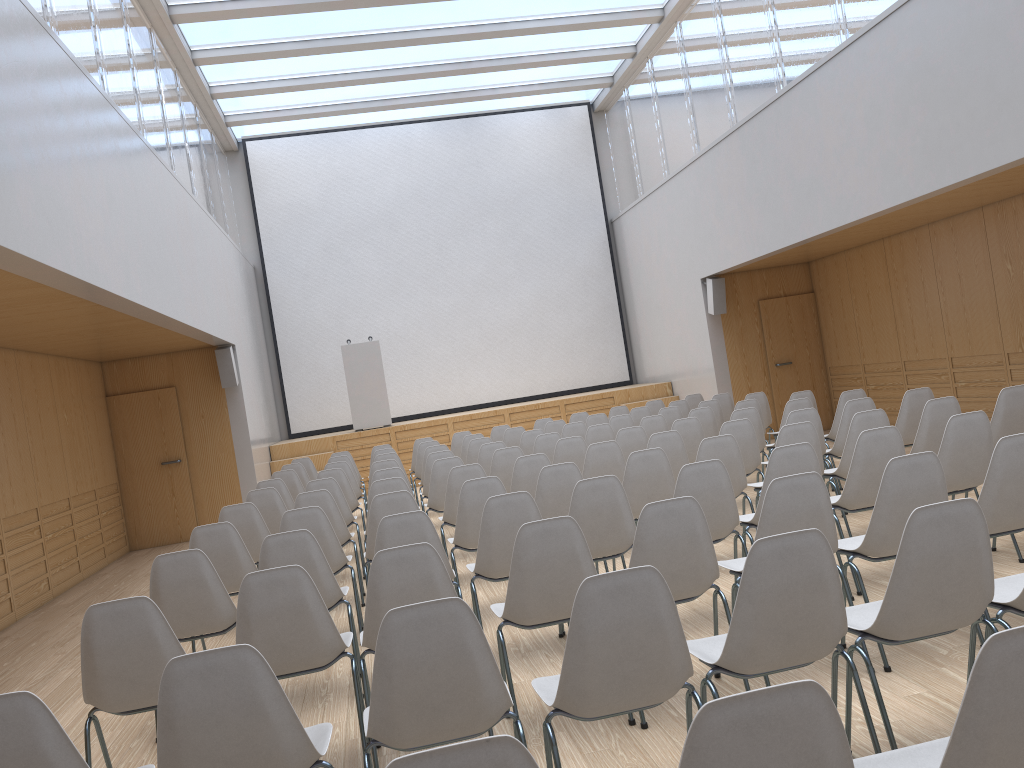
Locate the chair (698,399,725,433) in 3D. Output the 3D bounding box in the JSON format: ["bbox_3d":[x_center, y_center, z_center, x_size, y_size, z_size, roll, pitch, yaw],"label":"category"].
[{"bbox_3d":[2.217,0.619,10.121,0.479,0.876,0.505,-9,0,-9],"label":"chair"}]

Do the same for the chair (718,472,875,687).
[{"bbox_3d":[1.175,0.805,3.848,0.479,0.876,0.505,-9,0,-9],"label":"chair"}]

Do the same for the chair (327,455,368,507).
[{"bbox_3d":[-1.970,1.269,10.430,0.479,0.876,0.505,-9,0,-9],"label":"chair"}]

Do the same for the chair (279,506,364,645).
[{"bbox_3d":[-1.215,1.170,5.488,0.479,0.876,0.505,-9,0,-9],"label":"chair"}]

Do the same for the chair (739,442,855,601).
[{"bbox_3d":[1.484,0.753,4.869,0.479,0.876,0.505,-9,0,-9],"label":"chair"}]

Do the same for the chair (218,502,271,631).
[{"bbox_3d":[-1.878,1.270,6.393,0.479,0.876,0.505,-9,0,-9],"label":"chair"}]

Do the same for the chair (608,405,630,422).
[{"bbox_3d":[1.439,0.733,11.993,0.479,0.876,0.505,-9,0,-9],"label":"chair"}]

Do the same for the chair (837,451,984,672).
[{"bbox_3d":[1.678,0.727,3.909,0.479,0.876,0.505,-9,0,-9],"label":"chair"}]

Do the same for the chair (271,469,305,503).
[{"bbox_3d":[-2.328,1.328,9.377,0.479,0.876,0.505,-9,0,-9],"label":"chair"}]

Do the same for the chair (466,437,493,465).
[{"bbox_3d":[-0.314,1.014,9.684,0.479,0.876,0.505,-9,0,-9],"label":"chair"}]

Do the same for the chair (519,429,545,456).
[{"bbox_3d":[0.246,0.927,9.692,0.479,0.876,0.505,-9,0,-9],"label":"chair"}]

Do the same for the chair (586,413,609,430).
[{"bbox_3d":[1.044,0.798,10.916,0.479,0.876,0.505,-9,0,-9],"label":"chair"}]

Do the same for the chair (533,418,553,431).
[{"bbox_3d":[0.438,0.889,11.790,0.479,0.876,0.505,-9,0,-9],"label":"chair"}]

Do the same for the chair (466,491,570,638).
[{"bbox_3d":[0.006,0.984,4.672,0.479,0.876,0.505,-9,0,-9],"label":"chair"}]

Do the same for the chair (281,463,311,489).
[{"bbox_3d":[-2.490,1.350,10.374,0.479,0.876,0.505,-9,0,-9],"label":"chair"}]

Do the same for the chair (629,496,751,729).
[{"bbox_3d":[0.642,0.889,3.721,0.479,0.876,0.505,-9,0,-9],"label":"chair"}]

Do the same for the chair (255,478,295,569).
[{"bbox_3d":[-2.184,1.310,8.328,0.479,0.876,0.505,-9,0,-9],"label":"chair"}]

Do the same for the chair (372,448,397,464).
[{"bbox_3d":[-1.448,1.188,10.473,0.479,0.876,0.505,-9,0,-9],"label":"chair"}]

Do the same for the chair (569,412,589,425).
[{"bbox_3d":[0.912,0.815,11.926,0.479,0.876,0.505,-9,0,-9],"label":"chair"}]

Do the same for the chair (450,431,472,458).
[{"bbox_3d":[-0.621,1.054,11.689,0.479,0.876,0.505,-9,0,-9],"label":"chair"}]

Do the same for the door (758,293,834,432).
[{"bbox_3d":[4.184,-0.278,12.960,0.873,2.024,0.108,-9,0,-9],"label":"door"}]

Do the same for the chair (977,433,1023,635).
[{"bbox_3d":[2.185,0.648,4.011,0.479,0.876,0.505,-9,0,-9],"label":"chair"}]

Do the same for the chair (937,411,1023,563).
[{"bbox_3d":[2.505,0.594,5.075,0.479,0.876,0.505,-9,0,-9],"label":"chair"}]

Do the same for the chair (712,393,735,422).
[{"bbox_3d":[2.592,0.557,11.125,0.479,0.876,0.505,-9,0,-9],"label":"chair"}]

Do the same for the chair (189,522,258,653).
[{"bbox_3d":[-1.713,1.248,5.387,0.479,0.876,0.505,-9,0,-9],"label":"chair"}]

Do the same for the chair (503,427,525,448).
[{"bbox_3d":[0.054,0.953,10.756,0.479,0.876,0.505,-9,0,-9],"label":"chair"}]

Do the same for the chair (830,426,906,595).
[{"bbox_3d":[1.995,0.673,5.011,0.479,0.876,0.505,-9,0,-9],"label":"chair"}]

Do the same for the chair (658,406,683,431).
[{"bbox_3d":[1.759,0.691,10.019,0.479,0.876,0.505,-9,0,-9],"label":"chair"}]

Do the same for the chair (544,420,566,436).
[{"bbox_3d":[0.544,0.876,10.864,0.479,0.876,0.505,-9,0,-9],"label":"chair"}]

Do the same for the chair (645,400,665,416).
[{"bbox_3d":[1.927,0.657,12.100,0.479,0.876,0.505,-9,0,-9],"label":"chair"}]

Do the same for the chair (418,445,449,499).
[{"bbox_3d":[-0.773,1.086,9.590,0.479,0.876,0.505,-9,0,-9],"label":"chair"}]

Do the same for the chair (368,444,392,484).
[{"bbox_3d":[-1.624,1.211,11.457,0.479,0.876,0.505,-9,0,-9],"label":"chair"}]

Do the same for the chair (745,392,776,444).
[{"bbox_3d":[2.750,0.536,10.179,0.479,0.876,0.505,-9,0,-9],"label":"chair"}]

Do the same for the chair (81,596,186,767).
[{"bbox_3d":[-1.372,1.203,3.396,0.479,0.876,0.505,-9,0,-9],"label":"chair"}]

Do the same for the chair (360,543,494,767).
[{"bbox_3d":[-0.385,1.049,3.596,0.479,0.876,0.505,-9,0,-9],"label":"chair"}]

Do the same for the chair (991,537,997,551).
[{"bbox_3d":[3.018,0.514,5.117,0.479,0.876,0.505,-9,0,-9],"label":"chair"}]

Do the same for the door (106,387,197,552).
[{"bbox_3d":[-4.681,1.105,11.529,0.873,2.024,0.108,-9,0,-9],"label":"door"}]

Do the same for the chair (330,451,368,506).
[{"bbox_3d":[-2.123,1.289,11.335,0.479,0.876,0.505,-9,0,-9],"label":"chair"}]

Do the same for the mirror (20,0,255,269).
[{"bbox_3d":[-3.411,-3.221,6.757,0.253,2.090,17.828,-9,0,-9],"label":"mirror"}]

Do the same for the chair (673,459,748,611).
[{"bbox_3d":[0.987,0.831,4.748,0.479,0.876,0.505,-9,0,-9],"label":"chair"}]

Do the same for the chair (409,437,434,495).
[{"bbox_3d":[-1.104,1.130,11.582,0.479,0.876,0.505,-9,0,-9],"label":"chair"}]

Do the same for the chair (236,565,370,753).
[{"bbox_3d":[-0.863,1.123,3.547,0.479,0.876,0.505,-9,0,-9],"label":"chair"}]

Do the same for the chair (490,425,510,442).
[{"bbox_3d":[-0.120,0.976,11.721,0.479,0.876,0.505,-9,0,-9],"label":"chair"}]

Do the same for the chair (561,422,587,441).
[{"bbox_3d":[0.697,0.856,9.866,0.479,0.876,0.505,-9,0,-9],"label":"chair"}]

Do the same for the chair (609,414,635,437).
[{"bbox_3d":[1.205,0.777,9.888,0.479,0.876,0.505,-9,0,-9],"label":"chair"}]

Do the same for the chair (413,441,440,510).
[{"bbox_3d":[-0.948,1.109,10.613,0.479,0.876,0.505,-9,0,-9],"label":"chair"}]

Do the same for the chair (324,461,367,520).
[{"bbox_3d":[-1.792,1.245,9.405,0.479,0.876,0.505,-9,0,-9],"label":"chair"}]

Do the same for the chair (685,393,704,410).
[{"bbox_3d":[2.462,0.573,12.158,0.479,0.876,0.505,-9,0,-9],"label":"chair"}]

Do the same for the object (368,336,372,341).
[{"bbox_3d":[-2.244,-0.627,14.254,0.166,0.305,0.252,-9,0,-37],"label":"object"}]

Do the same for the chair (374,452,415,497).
[{"bbox_3d":[-1.297,1.168,9.554,0.479,0.876,0.505,-9,0,-9],"label":"chair"}]

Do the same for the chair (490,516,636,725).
[{"bbox_3d":[0.161,0.963,3.703,0.479,0.876,0.505,-9,0,-9],"label":"chair"}]

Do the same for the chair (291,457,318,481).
[{"bbox_3d":[-2.617,1.366,11.338,0.479,0.876,0.505,-9,0,-9],"label":"chair"}]

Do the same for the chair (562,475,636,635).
[{"bbox_3d":[0.457,0.913,4.773,0.479,0.876,0.505,-9,0,-9],"label":"chair"}]

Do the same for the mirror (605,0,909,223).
[{"bbox_3d":[3.215,-4.255,7.827,0.253,2.090,17.828,-9,0,-9],"label":"mirror"}]

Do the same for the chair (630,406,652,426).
[{"bbox_3d":[1.569,0.717,10.960,0.479,0.876,0.505,-9,0,-9],"label":"chair"}]

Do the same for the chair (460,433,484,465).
[{"bbox_3d":[-0.428,1.028,10.638,0.479,0.876,0.505,-9,0,-9],"label":"chair"}]

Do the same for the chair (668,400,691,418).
[{"bbox_3d":[2.058,0.640,11.098,0.479,0.876,0.505,-9,0,-9],"label":"chair"}]

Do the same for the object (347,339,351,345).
[{"bbox_3d":[-2.583,-0.574,14.199,0.166,0.305,0.252,-9,0,-37],"label":"object"}]
